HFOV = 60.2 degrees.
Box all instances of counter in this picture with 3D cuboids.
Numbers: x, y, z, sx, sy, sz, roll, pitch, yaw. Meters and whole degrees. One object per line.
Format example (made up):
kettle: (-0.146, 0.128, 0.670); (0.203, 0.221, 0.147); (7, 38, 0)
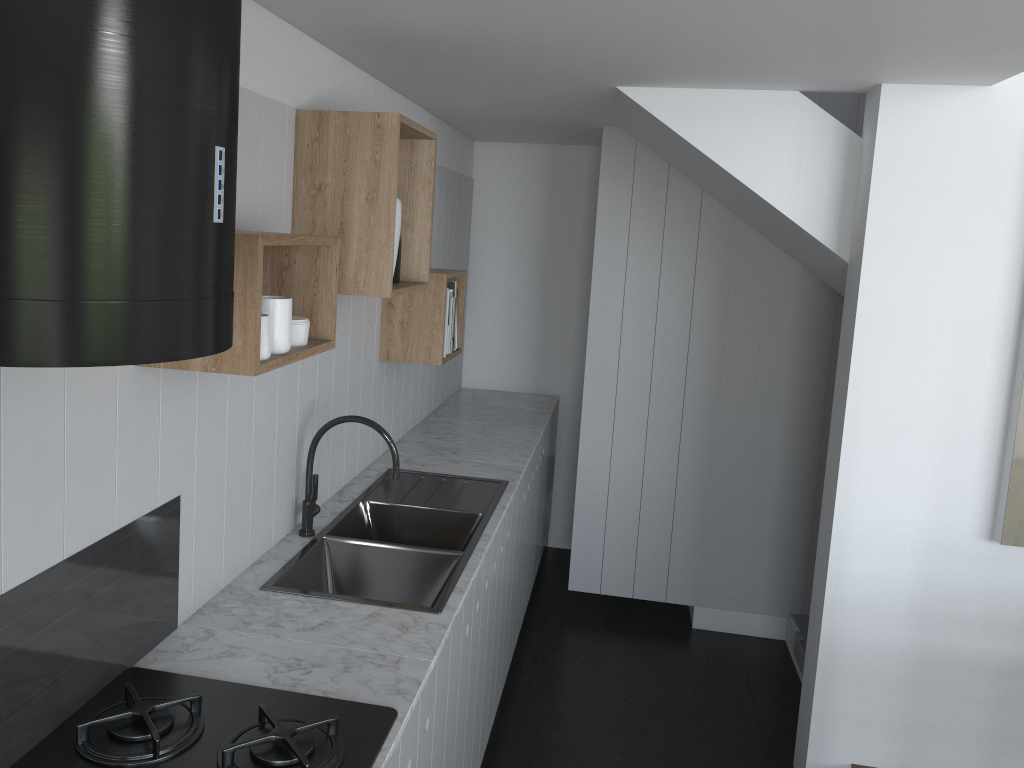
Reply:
counter: (-0.425, 0.532, 2.089); (0.585, 0.020, 6.103); (4, 10, 7)

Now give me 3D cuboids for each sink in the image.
sink: (-0.318, 0.506, 2.691); (0.457, 0.165, 1.172); (4, 10, 8)

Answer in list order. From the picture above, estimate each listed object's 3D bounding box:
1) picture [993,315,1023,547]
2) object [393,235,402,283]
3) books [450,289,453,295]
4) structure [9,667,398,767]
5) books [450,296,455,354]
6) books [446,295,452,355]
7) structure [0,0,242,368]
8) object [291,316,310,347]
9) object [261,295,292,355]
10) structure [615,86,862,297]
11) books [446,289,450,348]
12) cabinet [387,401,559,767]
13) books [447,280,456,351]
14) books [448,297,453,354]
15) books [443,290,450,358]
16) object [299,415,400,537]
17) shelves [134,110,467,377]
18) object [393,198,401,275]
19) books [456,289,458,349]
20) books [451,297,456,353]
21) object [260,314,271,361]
picture: (2.158, -0.065, 2.497); (1.312, 1.212, 0.059); (5, 7, 10)
object: (-0.414, -0.432, 2.710); (0.154, 0.235, 0.159); (4, 8, 6)
books: (-0.312, -0.251, 3.493); (0.144, 0.253, 0.011); (5, 7, 10)
structure: (-0.546, 0.638, 1.214); (0.560, 0.048, 0.979); (5, 10, 8)
books: (-0.304, -0.238, 3.504); (0.145, 0.227, 0.011); (5, 7, 10)
books: (-0.318, -0.238, 3.471); (0.151, 0.233, 0.015); (5, 7, 10)
structure: (-0.540, -0.482, 1.070); (0.403, 0.864, 0.427); (-1, 9, -34)
object: (-0.501, -0.125, 1.949); (0.107, 0.073, 0.131); (1, 9, -13)
object: (-0.492, -0.119, 1.801); (0.086, 0.115, 0.086); (5, 8, 9)
structure: (1.950, 0.074, 3.287); (3.645, 2.616, 1.050); (5, 7, 10)
books: (-0.330, -0.247, 3.456); (0.164, 0.256, 0.014); (5, 7, 10)
cabinet: (-0.168, 0.938, 2.084); (0.010, 0.743, 6.099); (4, 10, 7)
books: (-0.302, -0.280, 3.562); (0.158, 0.289, 0.097); (5, 7, 9)
books: (-0.309, -0.235, 3.483); (0.145, 0.225, 0.011); (5, 7, 10)
books: (-0.326, -0.235, 3.383); (0.164, 0.256, 0.014); (5, 7, 10)
object: (-0.457, 0.269, 2.529); (0.293, 0.372, 0.090); (5, 7, 10)
shelves: (-0.521, -0.253, 1.921); (0.303, 0.792, 3.564); (4, 9, 7)
object: (-0.430, -0.431, 2.498); (0.225, 0.300, 0.234); (1, 8, -18)
books: (-0.291, -0.268, 3.583); (0.144, 0.247, 0.076); (5, 7, 10)
books: (-0.299, -0.239, 3.516); (0.144, 0.222, 0.015); (5, 7, 10)
object: (-0.506, -0.090, 1.705); (0.081, 0.087, 0.086); (-5, 11, -45)
